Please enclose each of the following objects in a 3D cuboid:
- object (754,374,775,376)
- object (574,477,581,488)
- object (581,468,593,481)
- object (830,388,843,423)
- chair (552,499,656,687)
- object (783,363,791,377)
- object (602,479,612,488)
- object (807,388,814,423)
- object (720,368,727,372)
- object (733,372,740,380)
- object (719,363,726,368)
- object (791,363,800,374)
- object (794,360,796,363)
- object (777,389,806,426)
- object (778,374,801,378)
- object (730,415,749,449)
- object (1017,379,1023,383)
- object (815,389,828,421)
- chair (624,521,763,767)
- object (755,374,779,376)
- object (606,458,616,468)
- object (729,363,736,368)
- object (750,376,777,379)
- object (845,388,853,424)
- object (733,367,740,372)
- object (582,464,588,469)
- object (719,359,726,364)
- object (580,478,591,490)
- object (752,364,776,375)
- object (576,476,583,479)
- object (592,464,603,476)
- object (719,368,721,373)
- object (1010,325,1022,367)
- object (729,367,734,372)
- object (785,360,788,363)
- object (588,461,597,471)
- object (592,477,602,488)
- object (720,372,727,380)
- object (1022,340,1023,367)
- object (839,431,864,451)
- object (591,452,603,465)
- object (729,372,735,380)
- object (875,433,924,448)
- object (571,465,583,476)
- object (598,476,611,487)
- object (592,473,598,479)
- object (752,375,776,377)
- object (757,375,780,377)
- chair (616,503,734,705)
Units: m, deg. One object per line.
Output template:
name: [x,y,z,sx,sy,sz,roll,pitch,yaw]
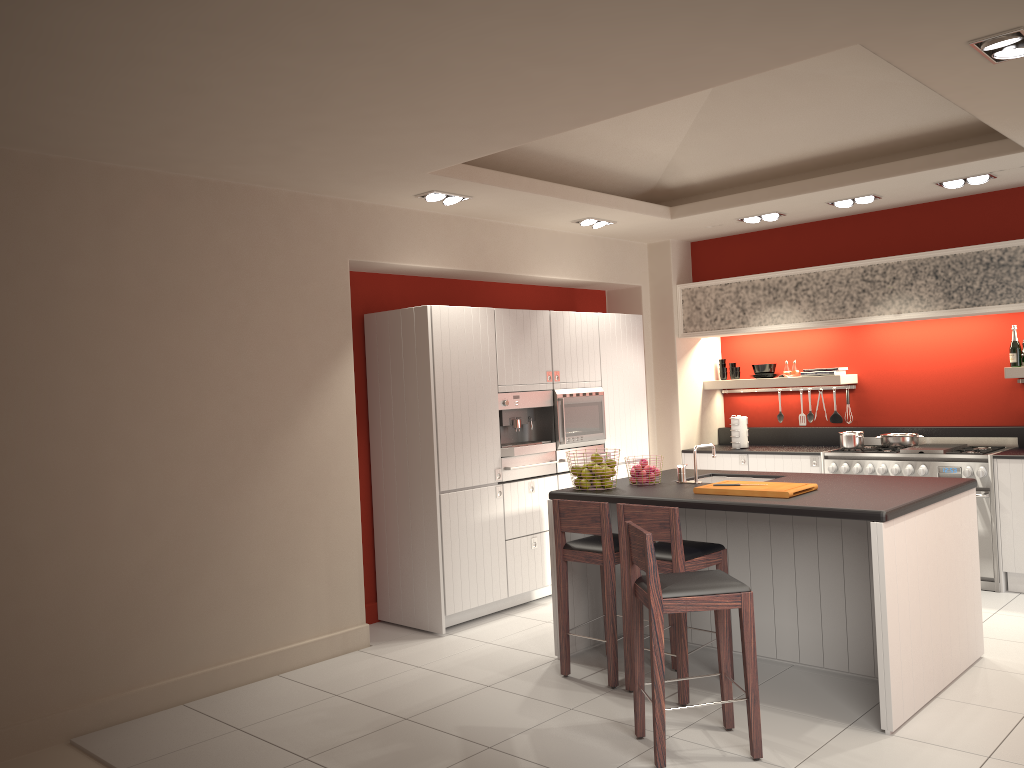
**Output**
object: [2.413,-0.083,8.472,0.280,0.016,0.280,-3,0,42]
object: [0.419,0.613,5.501,0.068,0.068,0.068,-3,0,-36]
object: [0.464,0.558,5.469,0.076,0.077,0.076,-3,0,8]
object: [2.974,0.198,8.143,0.123,0.331,0.040,-3,-1,43]
chair: [0.557,1.156,5.156,0.383,1.008,0.474,-3,-1,43]
object: [2.558,-0.131,8.251,0.076,0.131,0.076,-3,0,-5]
object: [0.582,0.605,5.424,0.068,0.068,0.068,-3,0,-36]
object: [2.787,0.202,8.291,0.067,0.323,0.022,-3,-1,42]
object: [2.059,-0.119,8.625,0.070,0.076,0.070,-3,0,14]
object: [2.177,-0.081,8.584,0.070,0.076,0.070,-3,0,14]
object: [2.093,-0.164,8.806,0.070,0.076,0.070,-3,0,14]
object: [2.643,-0.135,8.280,0.077,0.134,0.076,-3,0,27]
object: [2.641,-0.209,8.280,0.026,0.032,0.023,-3,0,26]
object: [2.648,0.223,8.419,0.287,0.351,0.022,-3,-1,44]
object: [2.603,-0.076,8.264,0.183,0.027,0.160,-3,0,-18]
object: [2.100,0.445,8.202,0.168,0.304,0.163,-3,0,-18]
object: [4.559,-0.047,6.662,1.355,0.034,0.048,-3,0,43]
object: [2.860,0.195,8.225,0.124,0.297,0.009,-3,-1,43]
chair: [0.814,1.140,4.036,0.474,1.008,0.383,-3,0,-6]
object: [2.414,-0.078,8.472,0.280,0.016,0.280,-3,0,42]
object: [0.615,0.494,5.509,0.067,0.064,0.067,-3,0,44]
object: [2.174,-0.168,8.730,0.070,0.076,0.070,-3,0,14]
object: [2.415,-0.062,8.472,0.280,0.016,0.280,-3,0,42]
object: [3.051,0.199,8.047,0.069,0.328,0.069,-3,-1,21]
object: [2.175,-0.125,8.585,0.070,0.076,0.070,-3,0,14]
object: [0.468,0.527,5.535,0.062,0.061,0.057,-3,0,-32]
object: [2.090,-0.208,8.806,0.070,0.076,0.070,-3,0,14]
object: [0.447,0.611,5.418,0.068,0.068,0.068,-3,0,-36]
object: [2.411,-0.135,8.472,0.232,0.108,0.232,-3,0,-6]
object: [0.435,0.559,5.564,0.076,0.077,0.076,-3,0,8]
object: [0.521,0.524,5.405,0.067,0.068,0.067,-3,0,5]
object: [2.095,-0.120,8.806,0.070,0.076,0.070,-3,0,14]
object: [3.917,-0.296,6.902,0.083,0.331,0.083,-3,-1,14]
object: [2.176,-0.124,8.730,0.070,0.076,0.070,-3,0,14]
object: [2.554,-0.206,8.252,0.023,0.031,0.024,-3,0,-5]
object: [0.496,0.508,5.461,0.062,0.061,0.057,-3,0,-32]
object: [0.524,0.607,5.448,0.068,0.068,0.068,-3,0,-36]
object: [2.061,-0.075,8.625,0.070,0.076,0.070,-3,0,14]
object: [4.061,-0.252,7.022,0.113,0.226,0.113,-3,0,-6]
object: [2.846,0.478,7.429,0.201,0.148,0.201,-3,0,36]
object: [0.527,0.464,5.508,0.078,0.080,0.078,-3,0,43]
object: [2.178,-0.081,8.729,0.070,0.076,0.070,-3,0,14]
object: [3.268,0.476,7.477,0.309,0.105,0.309,-3,0,-19]
object: [0.404,0.539,5.505,0.077,0.068,0.076,-3,0,36]
object: [0.573,0.598,5.511,0.084,0.079,0.086,-3,0,-2]
object: [0.516,0.574,5.568,0.064,0.060,0.064,-3,0,38]
object: [2.414,-0.072,8.472,0.280,0.016,0.280,-3,0,42]
object: [2.414,-0.067,8.472,0.280,0.016,0.280,-3,0,42]
chair: [0.894,1.139,4.841,0.474,1.008,0.383,-2,-1,-45]
